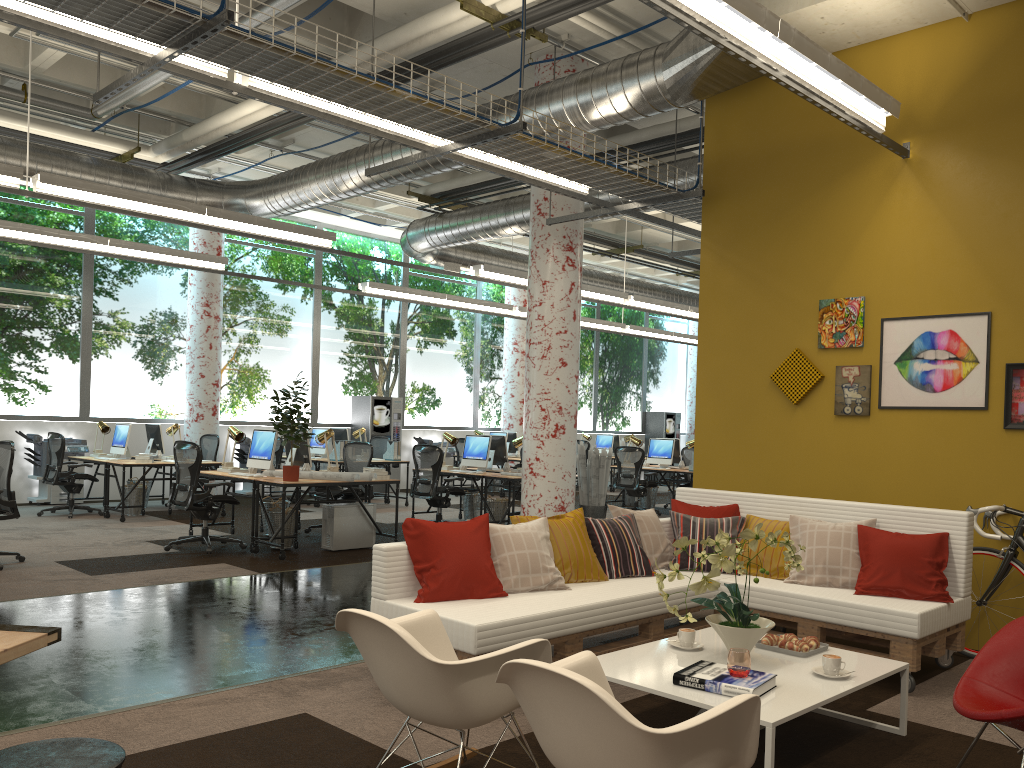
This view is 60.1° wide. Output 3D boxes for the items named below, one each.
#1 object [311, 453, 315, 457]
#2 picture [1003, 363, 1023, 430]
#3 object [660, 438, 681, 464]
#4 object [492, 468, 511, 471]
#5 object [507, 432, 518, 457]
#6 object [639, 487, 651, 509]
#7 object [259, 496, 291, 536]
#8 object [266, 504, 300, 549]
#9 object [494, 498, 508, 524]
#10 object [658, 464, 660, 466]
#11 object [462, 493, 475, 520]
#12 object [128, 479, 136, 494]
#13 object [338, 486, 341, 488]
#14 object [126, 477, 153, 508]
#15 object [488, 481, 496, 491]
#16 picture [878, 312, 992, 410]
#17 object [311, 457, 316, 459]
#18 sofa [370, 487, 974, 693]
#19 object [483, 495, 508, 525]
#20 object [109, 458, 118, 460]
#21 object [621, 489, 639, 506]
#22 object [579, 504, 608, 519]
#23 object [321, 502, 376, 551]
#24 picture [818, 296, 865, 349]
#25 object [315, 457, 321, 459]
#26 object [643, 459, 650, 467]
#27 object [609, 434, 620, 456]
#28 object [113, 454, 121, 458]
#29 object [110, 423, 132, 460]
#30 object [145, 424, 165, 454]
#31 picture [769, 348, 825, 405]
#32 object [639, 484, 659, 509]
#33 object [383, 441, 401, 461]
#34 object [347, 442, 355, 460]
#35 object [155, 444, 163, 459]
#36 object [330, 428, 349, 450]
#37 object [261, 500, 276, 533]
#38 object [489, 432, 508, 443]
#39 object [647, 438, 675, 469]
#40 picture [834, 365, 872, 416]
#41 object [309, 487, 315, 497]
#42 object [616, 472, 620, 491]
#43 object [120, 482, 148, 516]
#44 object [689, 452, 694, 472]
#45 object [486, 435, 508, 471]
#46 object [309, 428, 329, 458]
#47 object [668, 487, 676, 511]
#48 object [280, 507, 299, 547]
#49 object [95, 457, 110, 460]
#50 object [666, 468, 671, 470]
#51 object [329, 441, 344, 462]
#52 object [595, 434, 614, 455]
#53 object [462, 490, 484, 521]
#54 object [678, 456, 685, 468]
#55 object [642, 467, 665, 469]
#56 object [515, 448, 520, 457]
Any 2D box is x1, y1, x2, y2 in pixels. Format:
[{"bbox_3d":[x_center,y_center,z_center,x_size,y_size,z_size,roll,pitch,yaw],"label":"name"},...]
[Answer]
[{"bbox_3d":[-3.280,1.094,14.511,0.101,0.209,0.101,2,0,0],"label":"object"},{"bbox_3d":[3.322,0.076,5.465,0.502,0.418,0.042,0,-1,45],"label":"picture"},{"bbox_3d":[2.615,1.159,14.927,0.483,0.485,0.190,1,-1,45],"label":"object"},{"bbox_3d":[-0.095,1.189,12.319,0.438,0.017,0.119,-1,-4,45],"label":"object"},{"bbox_3d":[-0.078,1.197,17.612,0.483,0.485,0.190,1,-1,45],"label":"object"},{"bbox_3d":[2.272,1.920,15.084,0.120,0.403,0.235,2,0,-44],"label":"object"},{"bbox_3d":[-2.711,1.502,10.120,0.358,0.435,0.353,1,-1,41],"label":"object"},{"bbox_3d":[-2.377,1.469,9.156,0.358,0.435,0.353,1,-1,41],"label":"object"},{"bbox_3d":[-0.155,1.679,11.475,0.120,0.403,0.235,2,0,-44],"label":"object"},{"bbox_3d":[2.556,1.401,15.305,0.106,0.029,0.059,4,-3,-44],"label":"object"},{"bbox_3d":[-0.607,1.704,12.335,0.120,0.403,0.235,2,0,-44],"label":"object"},{"bbox_3d":[-5.440,1.571,12.732,0.120,0.403,0.235,2,0,-44],"label":"object"},{"bbox_3d":[-2.783,1.716,14.085,0.120,0.403,0.235,2,0,-44],"label":"object"},{"bbox_3d":[-5.380,1.562,12.784,0.358,0.435,0.353,1,-1,41],"label":"object"},{"bbox_3d":[-0.422,1.957,17.768,0.120,0.403,0.235,2,0,-44],"label":"object"},{"bbox_3d":[2.826,-0.146,5.953,0.705,0.632,0.018,1,-1,45],"label":"picture"},{"bbox_3d":[-3.261,1.170,14.092,0.438,0.017,0.119,-1,-4,45],"label":"object"},{"bbox_3d":[0.981,1.142,4.883,2.017,0.931,2.858,0,-3,45],"label":"sofa"},{"bbox_3d":[-0.214,1.662,11.422,0.358,0.435,0.353,1,-1,41],"label":"object"},{"bbox_3d":[-5.239,0.990,11.642,0.106,0.029,0.059,4,-3,-44],"label":"object"},{"bbox_3d":[2.097,1.956,15.658,0.353,0.398,0.353,2,-1,0],"label":"object"},{"bbox_3d":[1.017,1.716,11.127,0.353,0.398,0.353,2,-1,0],"label":"object"},{"bbox_3d":[-1.706,1.490,9.310,0.221,0.455,0.542,2,-1,45],"label":"object"},{"bbox_3d":[2.378,-0.440,6.399,0.331,0.356,0.027,1,0,45],"label":"picture"},{"bbox_3d":[-3.034,1.160,13.855,0.106,0.029,0.059,4,-3,-44],"label":"object"},{"bbox_3d":[2.226,1.273,14.650,0.101,0.209,0.101,2,0,0],"label":"object"},{"bbox_3d":[2.215,1.374,19.912,0.483,0.485,0.190,1,-1,45],"label":"object"},{"bbox_3d":[-5.485,0.924,12.299,0.101,0.209,0.101,2,0,0],"label":"object"},{"bbox_3d":[-5.284,0.779,12.016,0.483,0.485,0.190,1,-1,45],"label":"object"},{"bbox_3d":[-5.096,0.811,12.575,0.483,0.485,0.190,1,-1,45],"label":"object"},{"bbox_3d":[2.129,-0.056,6.624,0.424,0.424,0.047,1,0,45],"label":"picture"},{"bbox_3d":[2.331,1.910,15.136,0.358,0.435,0.353,1,-1,41],"label":"object"},{"bbox_3d":[-1.917,1.074,14.166,0.280,0.302,0.150,1,-1,45],"label":"object"},{"bbox_3d":[-2.526,1.027,13.555,0.280,0.302,0.150,1,-1,45],"label":"object"},{"bbox_3d":[-4.904,0.942,12.295,0.101,0.209,0.101,2,0,0],"label":"object"},{"bbox_3d":[-2.891,0.981,14.788,0.483,0.485,0.190,1,-1,45],"label":"object"},{"bbox_3d":[-2.770,1.512,10.068,0.120,0.403,0.235,2,0,-44],"label":"object"},{"bbox_3d":[-0.266,1.166,17.052,0.483,0.485,0.190,1,-1,45],"label":"object"},{"bbox_3d":[2.428,1.128,14.368,0.483,0.485,0.190,1,-1,45],"label":"object"},{"bbox_3d":[2.436,0.046,6.329,0.252,0.356,0.027,1,0,45],"label":"picture"},{"bbox_3d":[-3.410,1.778,15.519,0.353,0.398,0.353,2,-1,-26],"label":"object"},{"bbox_3d":[2.323,2.109,19.209,0.120,0.403,0.235,2,0,-44],"label":"object"},{"bbox_3d":[-5.047,1.528,11.820,0.358,0.435,0.353,1,-1,41],"label":"object"},{"bbox_3d":[2.876,1.198,13.589,0.280,0.302,0.150,1,-1,45],"label":"object"},{"bbox_3d":[-0.263,0.944,12.178,0.483,0.485,0.190,1,-1,45],"label":"object"},{"bbox_3d":[-3.299,1.314,14.443,0.191,1.209,1.077,1,0,-45],"label":"object"},{"bbox_3d":[2.665,1.877,14.172,0.358,0.435,0.353,1,-1,41],"label":"object"},{"bbox_3d":[-2.318,1.487,9.208,0.120,0.403,0.235,2,0,-44],"label":"object"},{"bbox_3d":[-5.466,1.001,11.879,0.438,0.017,0.119,-1,-4,45],"label":"object"},{"bbox_3d":[2.472,1.339,13.994,0.106,0.029,0.059,4,-3,-44],"label":"object"},{"bbox_3d":[-2.630,1.019,13.450,0.280,0.302,0.150,1,-1,45],"label":"object"},{"bbox_3d":[2.027,1.342,19.353,0.483,0.485,0.190,1,-1,45],"label":"object"},{"bbox_3d":[-0.547,1.695,12.387,0.358,0.435,0.353,1,-1,41],"label":"object"},{"bbox_3d":[2.808,1.291,14.647,0.101,0.209,0.101,2,0,0],"label":"object"},{"bbox_3d":[2.245,1.349,14.231,0.438,0.017,0.119,-1,-4,45],"label":"object"},{"bbox_3d":[0.114,1.329,17.331,0.101,0.209,0.101,2,0,0],"label":"object"}]
